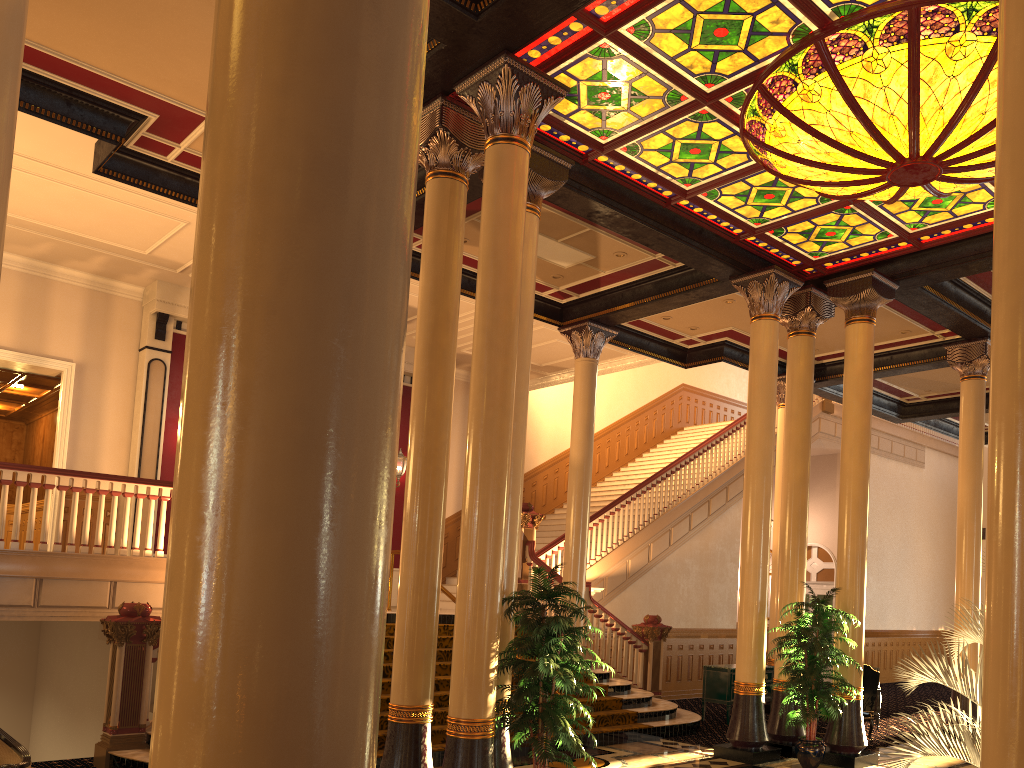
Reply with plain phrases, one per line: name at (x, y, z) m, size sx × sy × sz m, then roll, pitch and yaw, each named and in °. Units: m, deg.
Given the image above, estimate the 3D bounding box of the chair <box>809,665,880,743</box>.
chair at (4.717, 4.465, 12.218) m, size 0.767 × 1.086 × 0.728 m, roll 6°, pitch -8°, yaw -26°

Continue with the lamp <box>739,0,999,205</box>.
lamp at (3.449, -2.081, 7.439) m, size 3.157 × 0.594 × 2.901 m, roll 15°, pitch -18°, yaw -42°

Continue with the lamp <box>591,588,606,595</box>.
lamp at (1.135, 4.219, 13.721) m, size 0.599 × 1.989 × 0.568 m, roll 5°, pitch -5°, yaw -23°

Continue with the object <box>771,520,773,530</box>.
object at (-1.640, 0.383, 8.932) m, size 0.646 × 4.240 × 31.495 m, roll 0°, pitch -13°, yaw 31°

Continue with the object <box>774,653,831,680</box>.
object at (4.939, 4.881, 14.606) m, size 1.008 × 1.419 × 1.131 m, roll 4°, pitch -8°, yaw -12°

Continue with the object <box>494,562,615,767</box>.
object at (0.286, 2.534, 7.173) m, size 0.998 × 2.126 × 1.134 m, roll -2°, pitch -7°, yaw 37°

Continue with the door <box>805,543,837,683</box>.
door at (7.595, 5.770, 22.076) m, size 0.211 × 3.437 × 1.422 m, roll 6°, pitch -6°, yaw -40°

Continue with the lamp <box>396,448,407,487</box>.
lamp at (-2.106, 1.550, 16.077) m, size 0.334 × 0.721 × 0.380 m, roll 8°, pitch -8°, yaw -41°

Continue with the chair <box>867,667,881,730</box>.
chair at (5.518, 4.983, 13.852) m, size 0.667 × 0.909 × 0.671 m, roll 0°, pitch -8°, yaw 19°

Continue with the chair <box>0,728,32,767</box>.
chair at (-3.537, 2.566, 5.398) m, size 0.984 × 0.903 × 0.760 m, roll 6°, pitch -9°, yaw -21°

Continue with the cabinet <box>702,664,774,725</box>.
cabinet at (3.635, 4.945, 13.914) m, size 1.321 × 0.855 × 0.531 m, roll 12°, pitch -11°, yaw -41°

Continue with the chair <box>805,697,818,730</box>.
chair at (4.439, 4.845, 13.470) m, size 0.628 × 0.909 × 0.712 m, roll 0°, pitch -8°, yaw 19°

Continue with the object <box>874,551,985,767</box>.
object at (2.558, 1.832, 4.128) m, size 2.171 × 2.247 × 1.768 m, roll 9°, pitch -10°, yaw -38°

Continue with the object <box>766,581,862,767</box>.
object at (3.462, 3.354, 10.035) m, size 1.067 × 2.126 × 1.062 m, roll 2°, pitch -6°, yaw 7°
